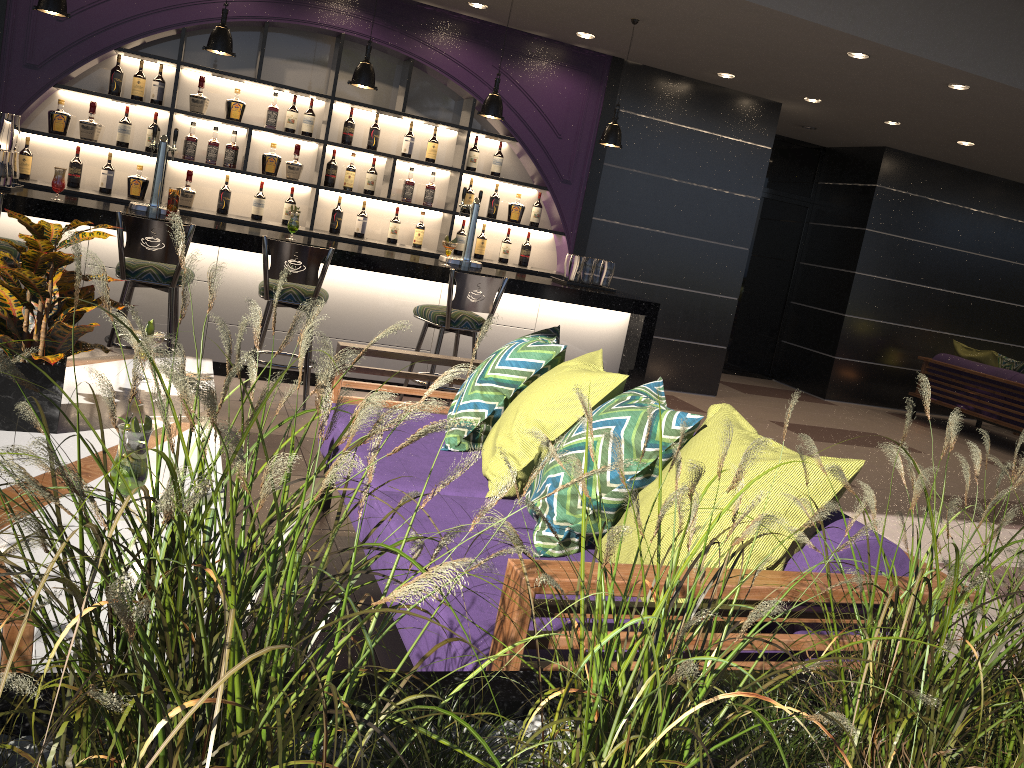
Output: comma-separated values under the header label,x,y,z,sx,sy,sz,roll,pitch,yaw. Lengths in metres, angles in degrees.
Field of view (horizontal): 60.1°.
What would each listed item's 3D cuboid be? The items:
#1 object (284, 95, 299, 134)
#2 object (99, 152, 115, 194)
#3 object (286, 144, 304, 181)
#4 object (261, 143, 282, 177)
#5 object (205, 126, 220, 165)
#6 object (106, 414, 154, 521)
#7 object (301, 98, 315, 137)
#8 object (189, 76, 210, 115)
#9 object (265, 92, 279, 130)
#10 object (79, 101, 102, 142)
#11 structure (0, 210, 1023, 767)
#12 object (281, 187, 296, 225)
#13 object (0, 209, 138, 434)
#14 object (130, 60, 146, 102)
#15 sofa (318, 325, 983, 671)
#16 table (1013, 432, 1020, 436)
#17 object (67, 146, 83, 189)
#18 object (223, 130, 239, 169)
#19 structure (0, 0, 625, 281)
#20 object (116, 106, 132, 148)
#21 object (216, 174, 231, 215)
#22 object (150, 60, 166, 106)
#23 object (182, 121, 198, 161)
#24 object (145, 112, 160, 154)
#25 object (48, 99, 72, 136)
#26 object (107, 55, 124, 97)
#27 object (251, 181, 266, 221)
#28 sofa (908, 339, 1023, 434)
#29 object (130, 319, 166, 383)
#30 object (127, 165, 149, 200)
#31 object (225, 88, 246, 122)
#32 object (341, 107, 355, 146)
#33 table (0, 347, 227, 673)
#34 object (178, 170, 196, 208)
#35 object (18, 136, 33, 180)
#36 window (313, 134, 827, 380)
label,x,y,z,sx,sy,sz,roll,pitch,yaw
object,-1.687,-2.070,6.800,0.087,0.296,0.086,15,8,27
object,-2.918,-1.532,6.389,0.086,0.313,0.105,9,8,-16
object,-1.667,-1.706,6.809,0.123,0.277,0.124,10,8,-8
object,-1.830,-1.709,6.737,0.151,0.246,0.095,8,8,-19
object,-2.237,-1.786,6.631,0.083,0.279,0.084,8,8,-21
object,-0.752,0.158,1.746,0.068,0.209,0.069,5,9,-38
object,-1.563,-2.050,6.823,0.087,0.295,0.086,15,8,27
object,-2.297,-2.125,6.518,0.123,0.277,0.124,10,8,-8
object,-1.815,-2.071,6.719,0.083,0.279,0.084,8,8,-21
object,-2.993,-1.868,6.295,0.123,0.277,0.124,10,8,-8
structure,-0.430,-1.146,4.108,24.644,3.099,7.907,7,11,-21
object,-1.719,-1.378,6.852,0.087,0.296,0.086,15,8,27
object,-1.155,-0.158,2.158,0.424,0.522,0.434,10,8,-9
object,-2.689,-2.186,6.385,0.087,0.296,0.086,15,8,27
sofa,0.109,0.349,2.723,1.116,0.912,2.150,7,10,-21
table,6.316,0.535,9.222,0.938,0.549,2.060,7,11,-21
object,-3.110,-1.548,6.312,0.087,0.296,0.086,15,8,27
object,-2.106,-1.767,6.662,0.083,0.279,0.083,11,7,-1
structure,-1.469,-1.660,6.799,4.615,2.741,0.536,7,8,-21
object,-2.777,-1.846,6.351,0.087,0.295,0.086,15,8,27
object,-2.160,-1.428,6.663,0.087,0.295,0.086,15,8,27
object,-2.556,-2.173,6.405,0.086,0.313,0.105,9,8,-16
object,-2.375,-1.798,6.547,0.083,0.279,0.084,6,9,-36
object,-2.607,-1.830,6.440,0.087,0.296,0.086,15,8,27
object,-3.177,-1.873,6.214,0.151,0.246,0.095,6,9,-32
object,-2.826,-2.203,6.328,0.087,0.295,0.086,15,8,27
object,-1.926,-1.399,6.749,0.087,0.295,0.086,15,8,27
sofa,5.167,0.222,8.696,1.116,0.912,2.150,7,10,-21
object,-1.157,-0.108,2.795,0.106,0.196,0.106,12,8,6
object,-2.731,-1.474,6.463,0.151,0.246,0.095,10,8,-11
object,-2.070,-2.084,6.623,0.151,0.246,0.095,6,9,-32
object,-1.275,-2.015,6.931,0.087,0.296,0.086,15,8,27
table,-1.265,0.363,2.219,0.938,0.549,2.060,7,11,-21
object,-2.414,-1.452,6.587,0.123,0.277,0.125,8,8,-21
object,-3.407,-1.583,6.198,0.087,0.296,0.086,15,8,27
window,-1.879,-1.951,7.940,11.507,2.740,1.963,7,9,-21
